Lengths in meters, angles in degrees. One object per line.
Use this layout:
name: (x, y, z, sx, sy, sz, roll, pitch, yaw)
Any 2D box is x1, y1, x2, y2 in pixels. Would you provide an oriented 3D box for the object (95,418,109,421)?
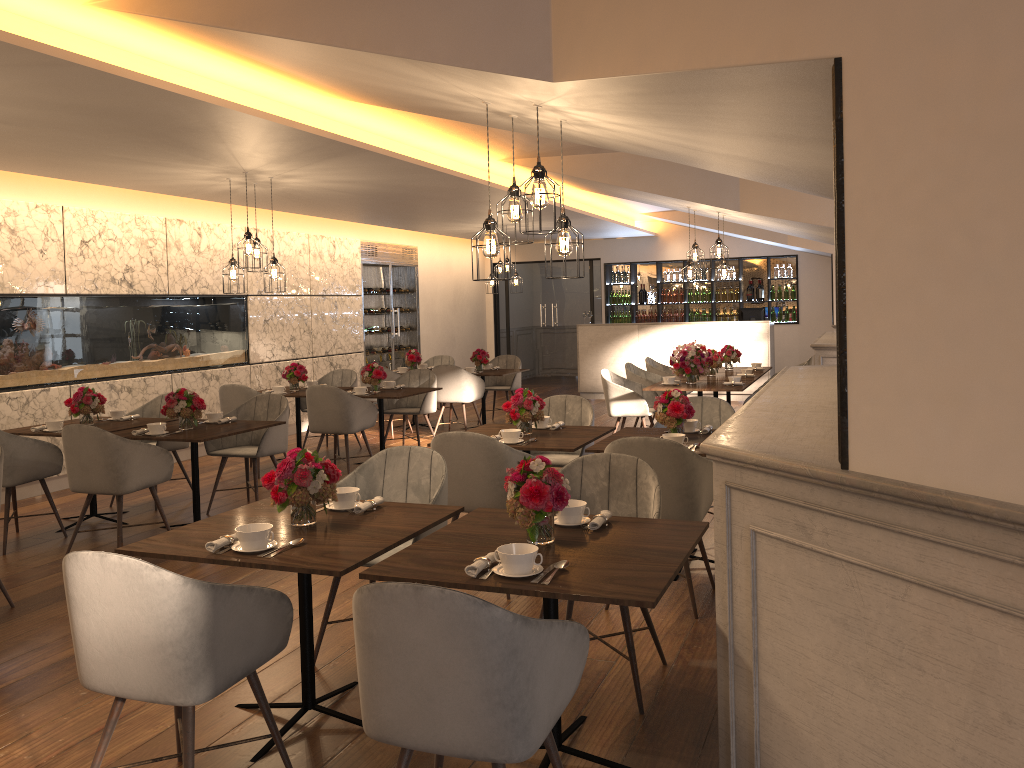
object: (-3.141, 0.269, 6.838, 0.043, 0.015, 0.198, 0, 5, 18)

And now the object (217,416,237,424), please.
object: (-2.069, 0.263, 6.433, 0.056, 0.039, 0.176, 0, 5, 22)

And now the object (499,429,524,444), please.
object: (-0.007, 0.304, 5.115, 0.148, 0.072, 0.148, -2, 4, -11)

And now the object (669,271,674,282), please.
object: (2.775, -1.870, 15.406, 0.070, 0.189, 0.041, -1, 2, 21)

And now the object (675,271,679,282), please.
object: (2.868, -1.869, 15.369, 0.070, 0.189, 0.041, -1, 2, 21)

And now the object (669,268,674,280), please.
object: (2.774, -1.906, 15.405, 0.069, 0.208, 0.040, -1, 2, 21)

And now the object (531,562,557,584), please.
object: (0.101, 0.554, 2.607, 0.022, 0.004, 0.211, 0, 5, 22)

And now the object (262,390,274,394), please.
object: (-2.378, 0.076, 8.668, 0.056, 0.039, 0.176, 0, 5, 22)

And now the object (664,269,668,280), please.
object: (2.680, -1.907, 15.442, 0.069, 0.208, 0.040, -1, 2, 21)

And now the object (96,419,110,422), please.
object: (-3.110, 0.275, 6.818, 0.022, 0.004, 0.211, 0, 5, 22)

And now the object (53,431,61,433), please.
object: (-3.137, 0.327, 6.231, 0.022, 0.004, 0.211, 0, 5, 22)

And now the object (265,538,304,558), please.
object: (-0.748, 0.543, 2.936, 0.043, 0.015, 0.198, 0, 5, 18)

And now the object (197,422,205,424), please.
object: (-2.256, 0.281, 6.479, 0.022, 0.004, 0.211, 0, 5, 22)

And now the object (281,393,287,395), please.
object: (-2.190, 0.093, 8.622, 0.022, 0.004, 0.211, 0, 5, 22)

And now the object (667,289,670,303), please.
object: (2.733, -1.539, 15.469, 0.065, 0.261, 0.066, -2, 2, 0)

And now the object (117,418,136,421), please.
object: (-2.958, 0.264, 6.776, 0.025, 0.024, 0.193, 0, 5, 22)

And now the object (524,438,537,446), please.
object: (0.106, 0.331, 5.092, 0.043, 0.015, 0.198, 0, 5, 18)

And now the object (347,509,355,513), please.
object: (-0.599, 0.485, 3.500, 0.025, 0.024, 0.193, 0, 5, 22)

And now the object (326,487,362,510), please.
object: (-0.670, 0.460, 3.537, 0.148, 0.072, 0.148, -2, 4, -11)

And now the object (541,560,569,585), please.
object: (0.131, 0.549, 2.587, 0.043, 0.015, 0.198, 0, 5, 18)

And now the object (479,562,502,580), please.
object: (-0.052, 0.544, 2.649, 0.025, 0.024, 0.193, 0, 5, 22)

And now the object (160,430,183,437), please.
object: (-2.253, 0.328, 5.873, 0.043, 0.015, 0.198, 0, 5, 18)

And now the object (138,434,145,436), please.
object: (-2.436, 0.323, 5.934, 0.025, 0.024, 0.193, 0, 5, 22)

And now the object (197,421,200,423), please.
object: (-2.287, 0.275, 6.499, 0.043, 0.015, 0.198, 0, 5, 18)

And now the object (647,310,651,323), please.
object: (2.421, -1.180, 15.607, 0.065, 0.261, 0.066, -2, 2, 0)

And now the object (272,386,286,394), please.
object: (-2.273, 0.060, 8.626, 0.148, 0.072, 0.148, -4, 5, -26)

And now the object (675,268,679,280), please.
object: (2.867, -1.905, 15.368, 0.069, 0.208, 0.040, -1, 2, 21)

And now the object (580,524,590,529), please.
object: (0.279, 0.491, 3.151, 0.025, 0.024, 0.193, 0, 5, 22)

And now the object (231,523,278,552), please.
object: (-0.861, 0.515, 2.958, 0.148, 0.072, 0.148, -2, 4, -11)

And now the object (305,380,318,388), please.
object: (-2.082, 0.004, 9.204, 0.148, 0.072, 0.148, -4, 5, -26)

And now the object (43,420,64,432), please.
object: (-3.220, 0.295, 6.234, 0.148, 0.072, 0.149, -2, 4, -1)

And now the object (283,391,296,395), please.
object: (-2.160, 0.088, 8.603, 0.043, 0.015, 0.198, 0, 5, 18)

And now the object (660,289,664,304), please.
object: (2.630, -1.540, 15.510, 0.065, 0.261, 0.066, -2, 2, 0)

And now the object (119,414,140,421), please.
object: (-2.923, 0.257, 6.772, 0.056, 0.039, 0.176, 0, 5, 22)

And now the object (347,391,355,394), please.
object: (-1.524, 0.082, 8.329, 0.056, 0.039, 0.176, 0, 5, 22)

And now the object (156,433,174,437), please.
object: (-2.283, 0.333, 5.892, 0.022, 0.004, 0.211, 0, 5, 22)

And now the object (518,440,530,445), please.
object: (0.076, 0.336, 5.112, 0.022, 0.004, 0.211, 0, 5, 22)

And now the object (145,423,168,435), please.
object: (-2.366, 0.301, 5.895, 0.148, 0.072, 0.149, -2, 4, -1)

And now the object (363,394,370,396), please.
object: (-1.336, 0.099, 8.283, 0.022, 0.004, 0.211, 0, 5, 22)

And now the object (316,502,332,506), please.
object: (-0.775, 0.489, 3.559, 0.043, 0.015, 0.198, 1, 5, 25)

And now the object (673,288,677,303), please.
object: (2.836, -1.538, 15.428, 0.065, 0.261, 0.066, -2, 2, 0)

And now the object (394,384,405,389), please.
object: (-1.122, 0.028, 8.824, 0.056, 0.039, 0.176, 0, 5, 22)

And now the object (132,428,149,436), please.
object: (-2.471, 0.317, 5.938, 0.056, 0.039, 0.176, 0, 5, 22)

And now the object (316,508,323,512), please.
object: (-0.751, 0.496, 3.542, 0.022, 0.004, 0.211, 0, 5, 22)

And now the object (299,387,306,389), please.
object: (-2.163, 0.041, 9.210, 0.022, 0.004, 0.211, 0, 5, 22)

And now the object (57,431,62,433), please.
object: (-3.114, 0.322, 6.214, 0.043, 0.015, 0.198, 1, 5, 25)

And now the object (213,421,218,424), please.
object: (-2.104, 0.270, 6.437, 0.025, 0.024, 0.193, 0, 5, 22)

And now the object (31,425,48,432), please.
object: (-3.325, 0.311, 6.277, 0.056, 0.039, 0.176, 0, 5, 22)

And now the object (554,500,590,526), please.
object: (0.208, 0.466, 3.189, 0.148, 0.072, 0.148, -2, 4, -11)

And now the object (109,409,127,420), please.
object: (-3.029, 0.239, 6.813, 0.148, 0.072, 0.149, -2, 4, -1)

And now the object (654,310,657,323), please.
object: (2.523, -1.179, 15.567, 0.065, 0.261, 0.066, -2, 2, 0)

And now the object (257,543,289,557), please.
object: (-0.778, 0.548, 2.955, 0.022, 0.004, 0.211, 0, 5, 22)

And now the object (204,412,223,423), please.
object: (-2.175, 0.245, 6.474, 0.148, 0.072, 0.149, -2, 4, -1)

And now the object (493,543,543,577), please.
object: (0.018, 0.521, 2.610, 0.148, 0.072, 0.148, -2, 4, -11)

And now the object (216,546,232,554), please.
object: (-0.931, 0.538, 2.997, 0.025, 0.024, 0.193, 0, 5, 22)

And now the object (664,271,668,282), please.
object: (2.681, -1.870, 15.443, 0.070, 0.189, 0.041, -1, 2, 21)
